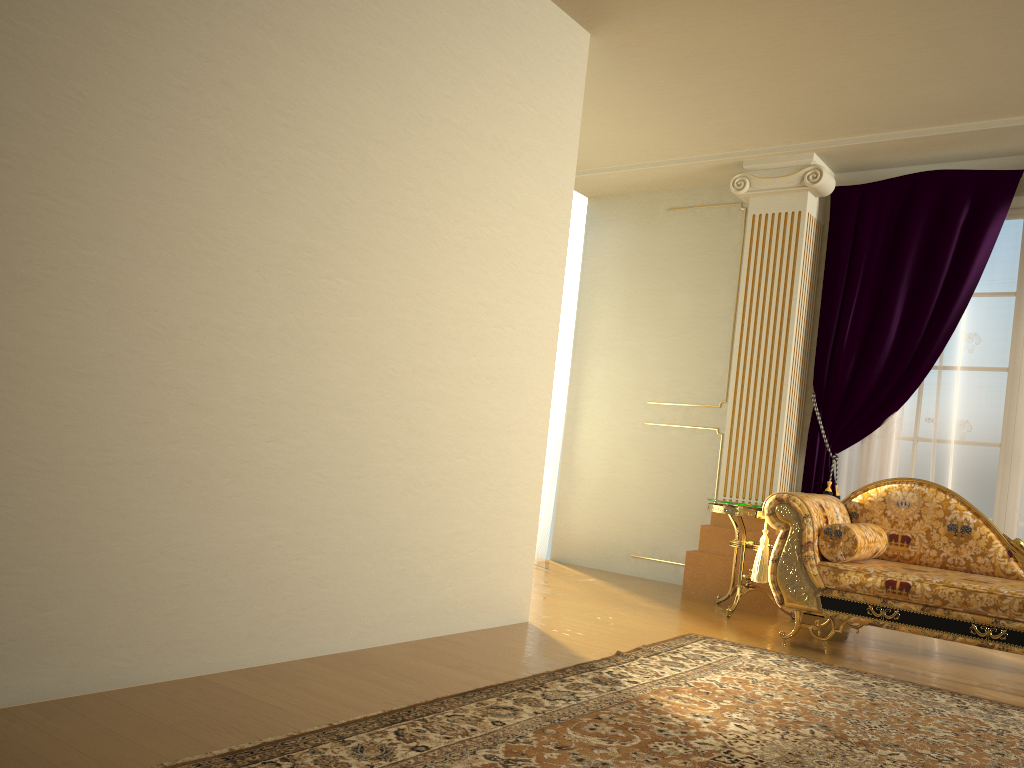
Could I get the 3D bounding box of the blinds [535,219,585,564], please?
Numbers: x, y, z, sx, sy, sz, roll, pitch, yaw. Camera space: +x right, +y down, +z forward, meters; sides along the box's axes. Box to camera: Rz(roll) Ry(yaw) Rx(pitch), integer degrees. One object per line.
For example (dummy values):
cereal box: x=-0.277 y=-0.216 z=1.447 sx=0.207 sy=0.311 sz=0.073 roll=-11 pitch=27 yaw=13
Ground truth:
blinds: x=-0.192 y=-0.047 z=5.728 sx=0.163 sy=2.502 sz=2.176 roll=6 pitch=-2 yaw=39

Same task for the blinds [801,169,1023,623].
blinds: x=2.725 y=0.122 z=4.848 sx=2.229 sy=2.650 sz=0.340 roll=5 pitch=-1 yaw=37

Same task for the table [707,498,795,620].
table: x=1.373 y=1.004 z=5.063 sx=0.572 sy=0.642 sz=0.572 roll=6 pitch=-2 yaw=-8

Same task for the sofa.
sofa: x=2.119 y=0.887 z=4.025 sx=1.888 sy=0.870 sz=0.696 roll=3 pitch=-3 yaw=36

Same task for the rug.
rug: x=0.819 y=1.057 z=2.421 sx=2.111 sy=0.017 sz=3.094 roll=3 pitch=-5 yaw=36
